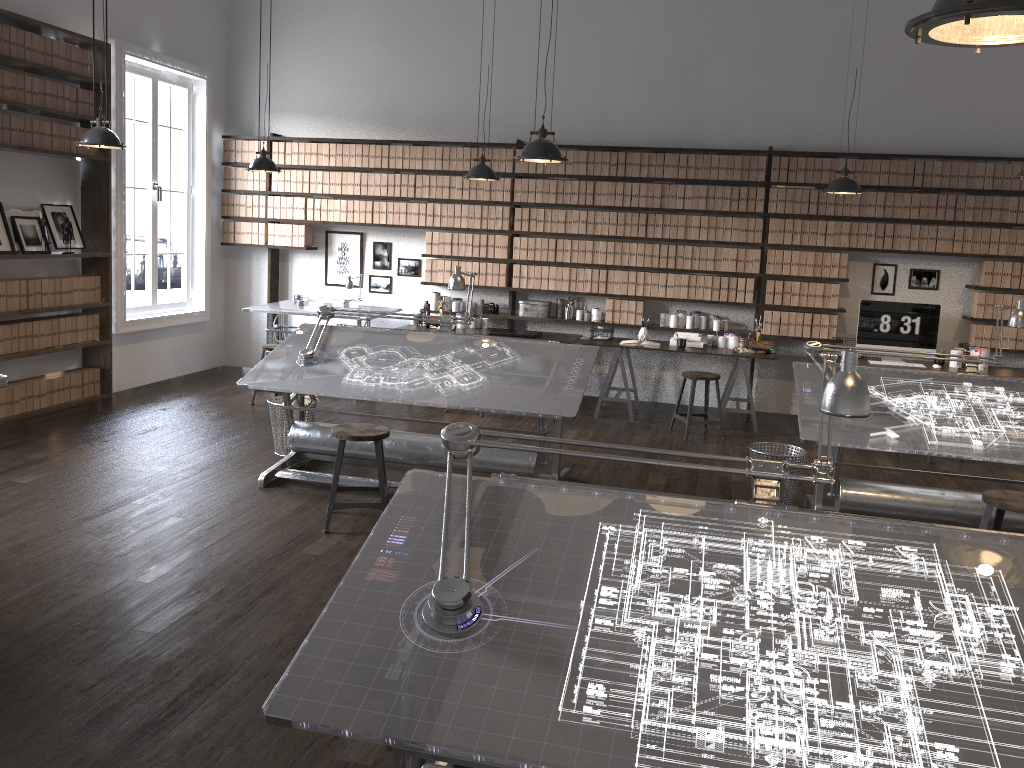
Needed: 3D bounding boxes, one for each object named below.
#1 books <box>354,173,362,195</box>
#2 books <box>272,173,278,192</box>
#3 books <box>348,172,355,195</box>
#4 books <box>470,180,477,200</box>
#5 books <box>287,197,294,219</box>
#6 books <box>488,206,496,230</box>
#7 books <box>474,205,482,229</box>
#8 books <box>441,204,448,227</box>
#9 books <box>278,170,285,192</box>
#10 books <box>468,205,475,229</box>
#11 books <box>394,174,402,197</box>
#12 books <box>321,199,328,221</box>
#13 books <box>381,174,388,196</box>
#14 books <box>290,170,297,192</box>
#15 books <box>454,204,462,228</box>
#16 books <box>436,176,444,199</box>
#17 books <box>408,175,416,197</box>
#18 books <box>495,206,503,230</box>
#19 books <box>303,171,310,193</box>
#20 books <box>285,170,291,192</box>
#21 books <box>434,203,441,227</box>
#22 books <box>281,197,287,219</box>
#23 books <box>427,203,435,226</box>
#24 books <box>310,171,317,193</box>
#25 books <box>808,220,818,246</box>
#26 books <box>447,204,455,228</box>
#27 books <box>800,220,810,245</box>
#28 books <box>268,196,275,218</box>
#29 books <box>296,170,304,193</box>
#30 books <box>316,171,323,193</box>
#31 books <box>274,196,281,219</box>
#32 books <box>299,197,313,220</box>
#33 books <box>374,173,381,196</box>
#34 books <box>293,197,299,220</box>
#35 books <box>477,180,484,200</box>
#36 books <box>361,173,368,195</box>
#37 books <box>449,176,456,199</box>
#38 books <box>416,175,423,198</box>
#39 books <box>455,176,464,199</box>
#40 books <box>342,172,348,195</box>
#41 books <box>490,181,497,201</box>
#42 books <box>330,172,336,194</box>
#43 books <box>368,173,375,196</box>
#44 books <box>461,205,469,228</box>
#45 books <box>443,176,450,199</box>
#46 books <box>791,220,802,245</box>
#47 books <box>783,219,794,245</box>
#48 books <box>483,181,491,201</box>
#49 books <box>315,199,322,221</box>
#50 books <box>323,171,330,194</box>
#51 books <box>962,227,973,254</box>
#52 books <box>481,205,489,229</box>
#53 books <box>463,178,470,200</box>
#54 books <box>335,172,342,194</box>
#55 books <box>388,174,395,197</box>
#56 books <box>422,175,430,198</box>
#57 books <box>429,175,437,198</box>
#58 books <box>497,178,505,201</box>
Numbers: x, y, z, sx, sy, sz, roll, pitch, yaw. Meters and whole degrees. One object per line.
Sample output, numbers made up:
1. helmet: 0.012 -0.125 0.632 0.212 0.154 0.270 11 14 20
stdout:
1. books: -1.516 -2.002 8.895 0.067 0.224 0.175 5 8 13
2. books: -2.395 -2.082 9.099 0.067 0.224 0.175 5 8 13
3. books: -1.586 -2.009 8.913 0.067 0.224 0.175 5 8 13
4. books: -0.353 -1.897 8.631 0.067 0.224 0.175 5 8 13
5. books: -2.241 -1.803 9.095 0.067 0.224 0.175 5 8 13
6. books: -0.176 -1.616 8.620 0.067 0.224 0.175 5 8 13
7. books: -0.312 -1.628 8.646 0.067 0.224 0.175 5 8 13
8. books: -0.642 -1.659 8.729 0.067 0.224 0.175 5 8 13
9. books: -2.326 -2.075 9.079 0.067 0.224 0.175 5 8 13
10. books: -0.375 -1.634 8.665 0.067 0.224 0.175 5 8 13
11. books: -1.109 -1.966 8.804 0.067 0.224 0.175 5 8 13
12. books: -1.873 -1.763 9.011 0.067 0.224 0.175 5 8 13
13. books: -1.242 -1.977 8.830 0.067 0.224 0.175 5 8 13
14. books: -2.193 -2.064 9.053 0.067 0.224 0.175 5 8 13
15. books: -0.508 -1.646 8.692 0.067 0.224 0.175 5 8 13
16. books: -0.684 -1.927 8.708 0.067 0.224 0.175 5 8 13
17. books: -0.964 -1.952 8.768 0.067 0.224 0.175 5 8 13
18. books: -0.108 -1.610 8.601 0.067 0.224 0.175 5 8 13
19. books: -2.058 -2.051 9.019 0.067 0.224 0.175 5 8 13
20. books: -2.255 -2.069 9.063 0.067 0.224 0.175 5 8 13
21. books: -0.711 -1.664 8.741 0.067 0.224 0.175 5 8 13
22. books: -2.308 -1.810 9.112 0.067 0.224 0.175 5 8 13
23. books: -0.782 -1.670 8.754 0.067 0.224 0.175 5 8 13
24. books: -1.984 -2.045 9.008 0.067 0.224 0.175 5 8 13
25. books: 2.701 -1.355 7.958 0.067 0.224 0.175 5 8 13
26. books: -0.575 -1.652 8.711 0.067 0.224 0.175 5 8 13
27. books: 2.634 -1.361 7.975 0.067 0.224 0.175 5 8 13
28. books: -2.448 -1.821 9.137 0.067 0.224 0.175 5 8 13
29. books: -2.129 -2.058 9.041 0.067 0.224 0.175 5 8 13
30. books: -1.916 -2.038 8.987 0.067 0.224 0.175 5 8 13
31. books: -2.377 -1.815 9.124 0.067 0.224 0.175 5 8 13
32. books: -2.108 -1.790 9.058 0.067 0.224 0.175 5 8 13
33. books: -1.312 -1.984 8.850 0.067 0.224 0.175 5 8 13
34. books: -2.169 -1.796 9.077 0.067 0.224 0.175 5 8 13
35. books: -0.285 -1.892 8.617 0.067 0.224 0.175 5 8 13
36. books: -1.447 -1.996 8.883 0.067 0.224 0.175 5 8 13
37. books: -0.553 -1.916 8.677 0.067 0.224 0.175 5 8 13
38. books: -0.890 -1.946 8.756 0.067 0.224 0.175 5 8 13
39. books: -0.493 -1.910 8.661 0.067 0.224 0.175 5 8 13
40. books: -1.647 -2.014 8.928 0.067 0.224 0.175 5 8 13
41. books: -0.153 -1.879 8.585 0.067 0.224 0.175 5 8 13
42. books: -1.777 -2.026 8.959 0.067 0.224 0.175 5 8 13
43. books: -1.379 -1.991 8.869 0.067 0.224 0.175 5 8 13
44. books: -0.437 -1.639 8.678 0.067 0.224 0.175 5 8 13
45. books: -0.619 -1.921 8.687 0.067 0.224 0.175 5 8 13
46. books: 2.565 -1.367 7.987 0.067 0.224 0.175 5 8 13
47. books: 2.494 -1.373 8.000 0.067 0.224 0.175 5 8 13
48. books: -0.219 -1.884 8.595 0.067 0.224 0.175 5 8 13
49. books: -1.942 -1.768 9.023 0.067 0.224 0.175 5 8 13
50. books: -1.846 -2.033 8.975 0.067 0.224 0.175 5 8 13
51. books: 3.927 -1.244 7.674 0.067 0.224 0.175 5 8 13
52. books: -0.245 -1.623 8.636 0.067 0.224 0.175 5 8 13
53. books: -0.423 -1.903 8.643 0.067 0.224 0.175 5 8 13
54. books: -1.713 -2.020 8.939 0.067 0.224 0.175 5 8 13
55. books: -1.172 -1.971 8.814 0.067 0.224 0.175 5 8 13
56. books: -0.822 -1.939 8.736 0.067 0.224 0.175 5 8 13
57. books: -0.752 -1.934 8.724 0.067 0.224 0.175 5 8 13
58. books: -0.092 -1.873 8.569 0.067 0.224 0.175 5 8 13
